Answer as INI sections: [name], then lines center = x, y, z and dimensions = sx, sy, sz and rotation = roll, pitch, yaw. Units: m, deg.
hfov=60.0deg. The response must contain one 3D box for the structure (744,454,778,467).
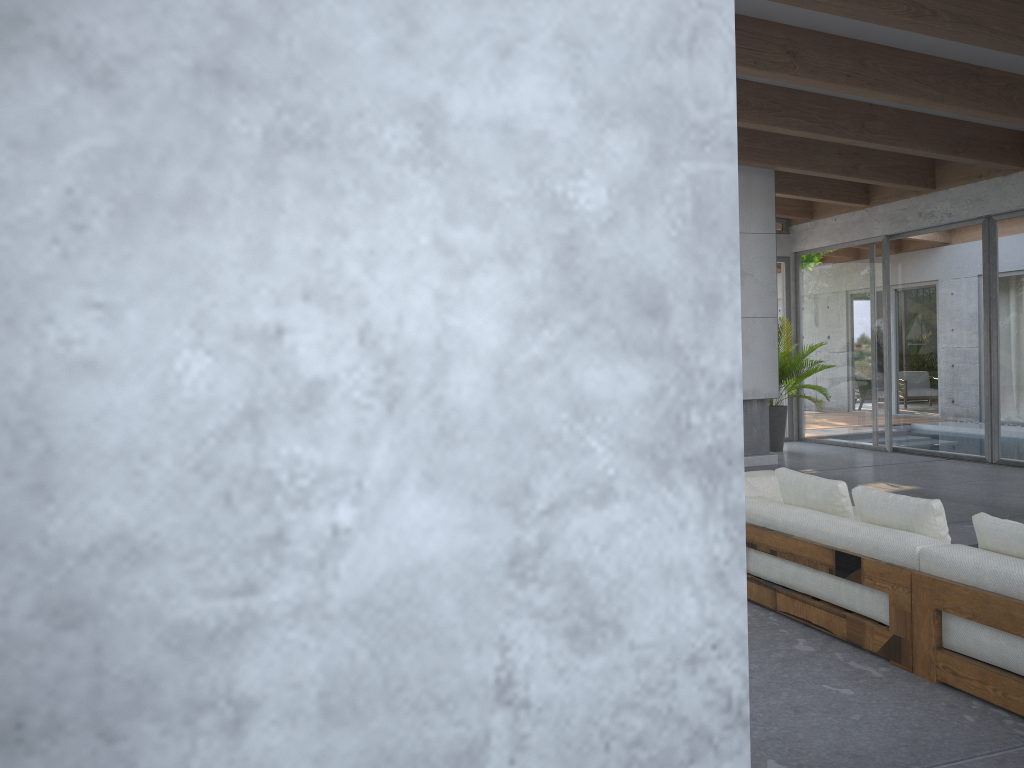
[structure]
center = 1.787, 0.665, 11.055
dimensions = 2.012, 0.595, 2.203
rotation = -2, 2, -19

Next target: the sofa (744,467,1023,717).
[sofa]
center = 2.386, 0.826, 4.367
dimensions = 1.965, 0.777, 3.733
rotation = -2, 2, -19

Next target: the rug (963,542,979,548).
[rug]
center = 3.558, 1.052, 4.940
dimensions = 3.186, 0.056, 2.187
rotation = -2, 2, -19

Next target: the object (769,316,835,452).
[object]
center = 3.466, -0.026, 11.734
dimensions = 1.484, 1.819, 1.798
rotation = -2, 2, -12

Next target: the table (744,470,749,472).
[table]
center = 1.448, 0.879, 6.422
dimensions = 0.725, 0.441, 0.725
rotation = -1, 2, 32

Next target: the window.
[window]
center = 4.052, -0.796, 4.715
dimensions = 14.294, 3.764, 23.280
rotation = -2, 2, -19
